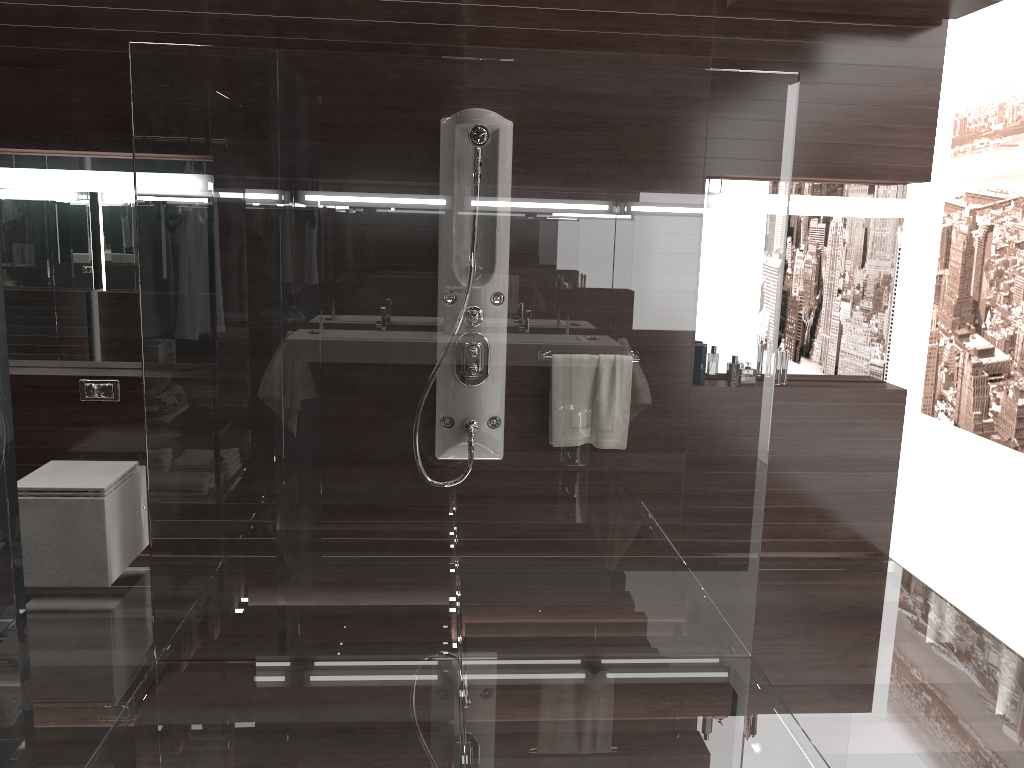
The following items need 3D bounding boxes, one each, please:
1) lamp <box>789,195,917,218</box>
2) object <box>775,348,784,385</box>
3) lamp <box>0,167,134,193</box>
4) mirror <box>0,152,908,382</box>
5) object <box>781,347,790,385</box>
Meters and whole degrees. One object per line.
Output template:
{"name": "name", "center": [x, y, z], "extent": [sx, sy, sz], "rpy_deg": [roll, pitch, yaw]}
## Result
{"name": "lamp", "center": [1.317, -0.795, 3.943], "extent": [0.950, 0.082, 0.082], "rpy_deg": [1, 10, -5]}
{"name": "object", "center": [1.213, -0.080, 4.029], "extent": [0.033, 0.172, 0.030], "rpy_deg": [-7, 13, -40]}
{"name": "lamp", "center": [-1.740, -0.846, 3.699], "extent": [0.950, 0.082, 0.082], "rpy_deg": [1, 10, -5]}
{"name": "mirror", "center": [-0.582, -0.137, 1.918], "extent": [5.081, 0.916, 4.126], "rpy_deg": [1, 10, -5]}
{"name": "object", "center": [1.247, -0.083, 4.051], "extent": [0.033, 0.172, 0.030], "rpy_deg": [7, 11, 25]}
